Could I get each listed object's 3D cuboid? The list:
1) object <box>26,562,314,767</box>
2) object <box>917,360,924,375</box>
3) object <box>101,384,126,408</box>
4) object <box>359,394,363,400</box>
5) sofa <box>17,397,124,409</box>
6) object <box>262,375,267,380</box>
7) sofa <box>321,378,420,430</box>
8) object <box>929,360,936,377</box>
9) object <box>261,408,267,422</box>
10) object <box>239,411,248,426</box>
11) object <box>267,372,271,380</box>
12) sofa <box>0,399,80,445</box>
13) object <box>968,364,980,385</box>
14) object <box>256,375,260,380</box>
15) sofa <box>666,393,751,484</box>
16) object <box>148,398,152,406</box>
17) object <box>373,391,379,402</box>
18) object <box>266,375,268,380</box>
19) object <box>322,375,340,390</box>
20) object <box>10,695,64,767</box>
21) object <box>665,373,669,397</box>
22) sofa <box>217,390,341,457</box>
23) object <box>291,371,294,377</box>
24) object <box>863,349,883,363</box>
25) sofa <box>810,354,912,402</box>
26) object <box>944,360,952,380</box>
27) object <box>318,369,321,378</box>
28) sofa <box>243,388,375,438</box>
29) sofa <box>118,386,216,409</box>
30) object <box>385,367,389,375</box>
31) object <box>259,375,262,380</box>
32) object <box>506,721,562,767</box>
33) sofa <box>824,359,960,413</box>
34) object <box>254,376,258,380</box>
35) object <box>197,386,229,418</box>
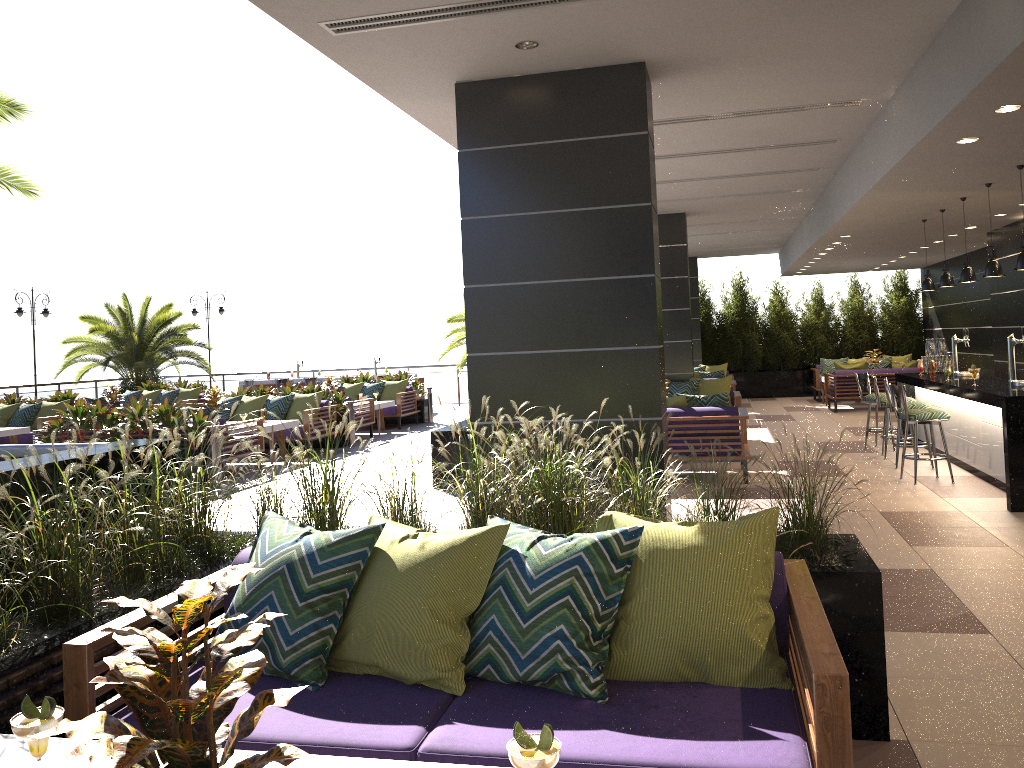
[{"bbox_3d":[-0.568,0.611,1.571,0.429,0.527,0.425,-2,0,30],"label":"object"},{"bbox_3d":[4.863,-0.199,10.537,0.069,0.181,0.068,-2,-1,-15],"label":"object"},{"bbox_3d":[-7.653,0.254,16.957,0.429,0.527,0.425,-2,0,40],"label":"object"},{"bbox_3d":[-2.659,0.264,15.575,0.069,0.181,0.068,-3,-1,1],"label":"object"},{"bbox_3d":[-7.860,0.668,15.886,2.124,0.920,1.120,-2,1,13],"label":"sofa"},{"bbox_3d":[-6.048,-0.109,21.626,0.105,0.209,0.105,-2,0,-12],"label":"object"},{"bbox_3d":[-2.973,0.396,17.124,2.124,0.920,1.120,-2,1,13],"label":"sofa"},{"bbox_3d":[4.722,-0.171,9.948,0.066,0.190,0.084,-3,-1,38],"label":"object"},{"bbox_3d":[-3.478,0.436,12.389,0.084,0.190,0.067,-3,-1,43],"label":"object"},{"bbox_3d":[-3.594,0.460,11.858,0.106,0.197,0.105,-2,0,-44],"label":"object"},{"bbox_3d":[-5.825,-0.193,21.214,0.084,0.190,0.067,-3,-1,38],"label":"object"},{"bbox_3d":[-8.174,0.747,14.412,2.124,0.920,1.120,-2,1,13],"label":"sofa"},{"bbox_3d":[4.347,-0.087,8.321,0.105,0.197,0.106,-3,0,41],"label":"object"},{"bbox_3d":[-6.253,-0.107,21.789,0.105,0.209,0.105,-2,0,-12],"label":"object"},{"bbox_3d":[1.428,0.534,9.465,2.124,0.920,1.120,-2,1,13],"label":"sofa"},{"bbox_3d":[-7.031,0.373,17.204,0.069,0.211,0.068,-3,-1,1],"label":"object"},{"bbox_3d":[-2.492,0.221,16.217,0.106,0.197,0.105,-2,0,-44],"label":"object"},{"bbox_3d":[-6.012,-0.115,21.729,0.105,0.209,0.105,-2,0,-12],"label":"object"},{"bbox_3d":[-3.257,0.102,15.945,0.424,0.527,0.430,-2,0,25],"label":"object"},{"bbox_3d":[-1.035,0.780,1.933,0.105,0.197,0.106,-3,0,41],"label":"object"},{"bbox_3d":[1.734,0.101,10.878,0.429,0.527,0.425,-2,0,25],"label":"object"},{"bbox_3d":[-3.816,0.596,13.398,2.124,0.920,1.120,-2,1,13],"label":"sofa"},{"bbox_3d":[-5.237,-0.209,21.082,0.069,0.181,0.068,-2,-1,-15],"label":"object"},{"bbox_3d":[7.129,-0.425,17.404,0.429,0.527,0.425,-2,0,30],"label":"object"},{"bbox_3d":[7.475,-0.138,18.673,2.124,0.920,1.120,-2,1,13],"label":"sofa"},{"bbox_3d":[4.571,-0.146,9.285,0.069,0.211,0.068,-3,-1,-4],"label":"object"},{"bbox_3d":[-4.554,-0.247,20.923,0.069,0.211,0.068,-3,-1,-4],"label":"object"},{"bbox_3d":[-3.502,0.518,14.873,2.124,0.920,1.120,-2,1,13],"label":"sofa"},{"bbox_3d":[-7.324,0.546,18.135,2.124,0.920,1.120,-2,1,13],"label":"sofa"},{"bbox_3d":[-2.908,-0.297,20.536,0.069,0.198,0.082,-2,-1,-40],"label":"object"},{"bbox_3d":[-6.140,-0.108,21.709,0.105,0.209,0.105,-2,0,-12],"label":"object"},{"bbox_3d":[0.044,0.743,1.682,0.105,0.197,0.106,-3,0,41],"label":"object"},{"bbox_3d":[6.892,-0.003,16.172,2.124,0.920,1.120,-2,1,13],"label":"sofa"},{"bbox_3d":[-6.272,-0.101,21.675,0.105,0.209,0.105,-2,0,-12],"label":"object"},{"bbox_3d":[-4.121,0.302,12.253,0.429,0.527,0.425,-2,0,30],"label":"object"}]
